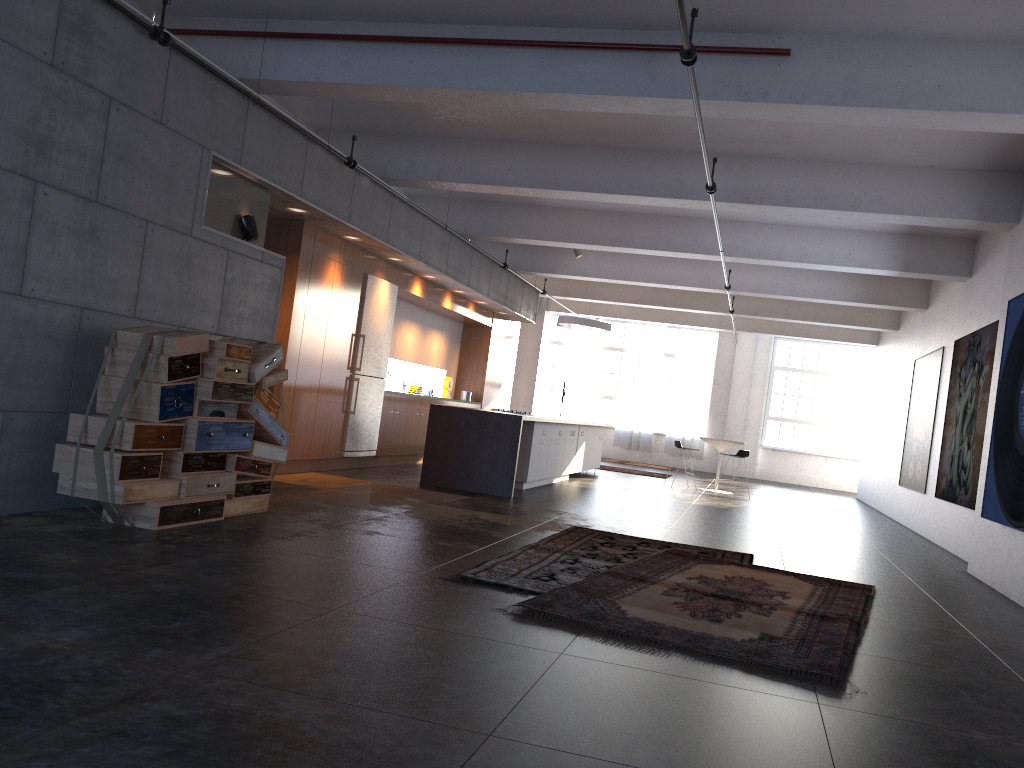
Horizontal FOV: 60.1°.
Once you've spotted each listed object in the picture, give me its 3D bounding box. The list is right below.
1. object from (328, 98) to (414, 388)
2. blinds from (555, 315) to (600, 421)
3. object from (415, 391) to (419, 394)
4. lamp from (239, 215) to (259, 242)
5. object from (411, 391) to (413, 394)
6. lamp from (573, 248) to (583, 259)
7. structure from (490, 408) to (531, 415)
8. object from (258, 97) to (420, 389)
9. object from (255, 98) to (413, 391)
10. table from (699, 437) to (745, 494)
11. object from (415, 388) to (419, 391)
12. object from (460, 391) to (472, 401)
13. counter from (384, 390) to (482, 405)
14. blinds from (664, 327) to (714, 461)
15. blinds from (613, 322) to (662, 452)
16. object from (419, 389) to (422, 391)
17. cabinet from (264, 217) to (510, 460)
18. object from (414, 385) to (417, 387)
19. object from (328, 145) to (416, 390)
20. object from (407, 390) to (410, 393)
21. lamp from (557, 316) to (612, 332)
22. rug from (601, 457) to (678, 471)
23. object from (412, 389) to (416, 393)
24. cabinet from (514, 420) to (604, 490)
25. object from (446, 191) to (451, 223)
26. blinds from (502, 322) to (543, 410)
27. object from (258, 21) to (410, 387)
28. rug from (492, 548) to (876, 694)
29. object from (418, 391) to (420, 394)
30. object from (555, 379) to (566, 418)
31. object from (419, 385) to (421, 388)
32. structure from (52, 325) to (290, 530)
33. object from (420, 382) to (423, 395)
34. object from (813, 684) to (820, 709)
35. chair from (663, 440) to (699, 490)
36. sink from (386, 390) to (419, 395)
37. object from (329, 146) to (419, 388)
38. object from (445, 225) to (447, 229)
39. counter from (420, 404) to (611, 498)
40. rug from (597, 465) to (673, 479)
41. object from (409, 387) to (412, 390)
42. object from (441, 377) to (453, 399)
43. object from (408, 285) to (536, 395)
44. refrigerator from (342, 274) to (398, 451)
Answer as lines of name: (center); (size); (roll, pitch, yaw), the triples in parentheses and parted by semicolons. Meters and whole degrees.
object: (-1.583, 0.030, 14.020); (0.052, 0.060, 0.058); (8, -1, -41)
blinds: (1.821, -0.255, 24.039); (1.022, 3.674, 0.364); (7, -1, 13)
object: (-0.559, -0.846, 15.236); (0.056, 2.309, 2.978); (7, -1, 34)
lamp: (-2.282, -1.327, 7.617); (0.212, 0.258, 0.170); (8, -1, -4)
object: (-1.582, 0.132, 14.039); (0.050, 0.055, 0.061); (7, -1, 5)
lamp: (1.092, -2.243, 14.797); (0.222, 0.287, 0.132); (8, -1, -3)
structure: (0.004, 0.413, 12.781); (0.506, 0.072, 0.647); (7, -1, 15)
object: (-1.771, -1.128, 10.663); (0.053, 2.168, 6.903); (7, -1, 7)
object: (-1.589, 0.091, 14.086); (0.052, 0.053, 0.061); (8, -1, -33)
table: (3.764, 1.487, 16.100); (0.820, 0.951, 0.838); (7, -1, 14)
object: (-1.180, -0.995, 12.860); (0.054, 2.228, 2.395); (8, -1, -9)
object: (-0.825, 0.217, 15.927); (0.194, 0.170, 0.187); (8, -1, -27)
counter: (-1.902, 0.137, 14.148); (1.590, 0.039, 4.508); (7, -1, 15)
blinds: (4.759, 0.095, 23.350); (1.020, 3.750, 0.345); (7, -1, 11)
blinds: (3.446, -0.063, 23.651); (1.027, 3.697, 0.341); (7, -1, 10)
object: (-4.179, -1.481, 8.889); (0.061, 2.210, 12.037); (7, -1, 29)
cabinet: (-2.407, -0.365, 13.511); (2.354, 2.562, 8.193); (7, -1, 15)
object: (-2.193, -1.236, 9.206); (0.058, 2.164, 9.970); (7, -1, 9)
object: (-1.641, -1.095, 11.264); (0.056, 2.189, 5.654); (7, -1, 5)
object: (-4.658, 0.112, 8.304); (0.053, 1.095, 12.977); (7, -1, 28)
lamp: (1.212, -1.108, 16.368); (1.027, 0.130, 1.058); (8, -2, -29)
rug: (2.627, 1.973, 22.701); (3.099, 0.009, 1.833); (7, -1, 13)
object: (-1.551, 0.112, 14.009); (0.052, 0.053, 0.062); (8, -1, -4)
cabinet: (0.556, 1.045, 14.232); (0.912, 0.930, 5.709); (7, -1, 15)
object: (-1.511, 0.084, 14.081); (0.065, 0.053, 0.050); (8, -1, -38)
blinds: (0.392, -0.435, 24.404); (1.016, 3.712, 0.318); (7, -1, 12)
object: (-1.610, 0.041, 14.081); (0.052, 0.053, 0.062); (8, -1, -28)
rug: (1.390, 1.370, 5.695); (1.845, 0.048, 3.581); (7, -2, 24)
object: (-1.494, 0.142, 14.072); (0.061, 0.053, 0.053); (7, -1, 2)
object: (1.087, 0.801, 22.084); (1.168, 1.919, 1.067); (7, -1, 14)
object: (-1.472, 0.052, 14.098); (0.056, 0.060, 0.054); (7, -1, 37)
structure: (-2.223, 0.278, 6.291); (0.631, 1.315, 1.934); (7, -1, 15)
object: (-1.535, 0.075, 14.783); (0.059, 0.209, 0.146); (7, -1, 15)
object: (-1.401, 1.309, 10.898); (19.538, 0.001, 27.495); (7, -1, 15)
chair: (3.070, 1.483, 15.925); (0.509, 0.895, 0.460); (8, -1, -9)
sink: (-1.702, 0.211, 13.154); (0.517, 0.192, 0.737); (7, -1, 15)
object: (-1.507, 0.044, 14.135); (0.062, 0.051, 0.053); (7, -1, 7)
object: (-1.534, 0.086, 14.132); (0.051, 0.053, 0.063); (7, -1, 21)
counter: (0.389, 0.978, 13.639); (1.130, 0.971, 6.727); (7, -1, 15)
rug: (1.951, 1.784, 19.029); (2.855, 0.029, 1.874); (7, -1, 14)
object: (-1.608, 0.076, 14.027); (0.053, 0.054, 0.061); (7, -1, 6)
object: (-1.107, 0.065, 15.339); (0.098, 0.381, 0.277); (7, -1, 15)
object: (-4.775, 0.036, 8.283); (0.933, 1.214, 13.415); (7, -1, 26)
refrigerator: (-1.852, -0.248, 11.324); (0.218, 2.190, 0.964); (7, -1, 13)
